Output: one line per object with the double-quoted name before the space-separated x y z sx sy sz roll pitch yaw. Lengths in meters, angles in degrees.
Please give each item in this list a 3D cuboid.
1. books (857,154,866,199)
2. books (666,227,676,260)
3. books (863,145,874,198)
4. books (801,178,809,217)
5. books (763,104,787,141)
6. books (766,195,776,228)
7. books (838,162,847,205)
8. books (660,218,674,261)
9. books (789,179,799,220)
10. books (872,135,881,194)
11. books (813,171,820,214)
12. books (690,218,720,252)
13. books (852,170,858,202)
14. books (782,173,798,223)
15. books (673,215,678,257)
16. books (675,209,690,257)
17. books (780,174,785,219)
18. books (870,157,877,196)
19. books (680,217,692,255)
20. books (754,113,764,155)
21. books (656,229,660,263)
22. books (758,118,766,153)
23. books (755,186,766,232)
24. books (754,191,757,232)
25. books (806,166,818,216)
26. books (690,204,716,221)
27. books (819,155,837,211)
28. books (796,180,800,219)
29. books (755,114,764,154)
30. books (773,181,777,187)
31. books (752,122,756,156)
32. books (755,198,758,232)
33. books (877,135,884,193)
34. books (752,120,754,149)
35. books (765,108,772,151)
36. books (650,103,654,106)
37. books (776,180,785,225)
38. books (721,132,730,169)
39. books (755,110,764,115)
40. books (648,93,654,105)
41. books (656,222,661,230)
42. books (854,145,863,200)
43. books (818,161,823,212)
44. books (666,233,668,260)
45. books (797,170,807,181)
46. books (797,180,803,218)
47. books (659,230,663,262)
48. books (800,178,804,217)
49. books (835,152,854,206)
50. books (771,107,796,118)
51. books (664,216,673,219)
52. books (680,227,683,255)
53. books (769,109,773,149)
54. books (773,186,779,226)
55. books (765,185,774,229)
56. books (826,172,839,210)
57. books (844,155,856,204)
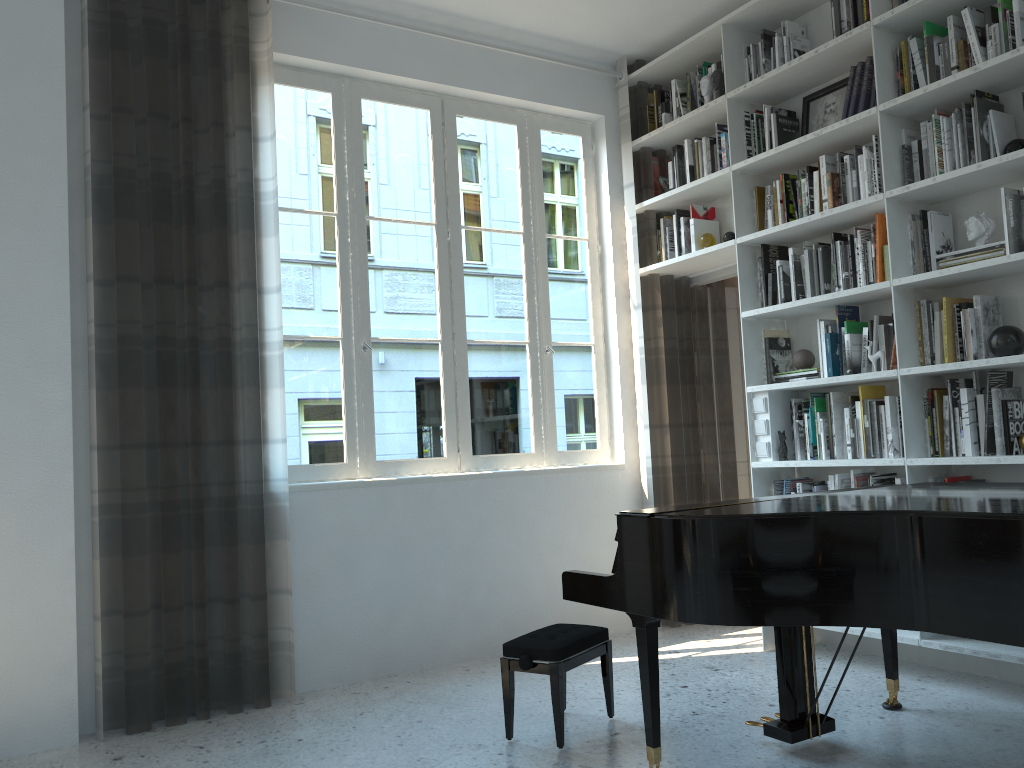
"books" 1.609 -0.893 3.938 0.172 0.230 0.030 -1 -4 -31
"books" 0.952 -0.772 5.023 0.181 0.220 0.010 -1 -4 -31
"books" 1.622 -0.911 3.916 0.174 0.263 0.022 -1 -4 -31
"books" 1.449 -0.857 4.208 0.173 0.217 0.031 -1 -4 -31
"books" 1.325 -1.236 4.404 0.190 0.281 0.005 -1 -4 -31
"books" 1.333 -0.827 4.381 0.175 0.195 0.026 -1 -4 -31
"books" 1.555 -0.883 4.035 0.171 0.232 0.013 -1 -4 -31
"books" 0.927 -0.799 5.063 0.170 0.281 0.023 -1 -4 -31
"books" 1.412 -0.866 4.291 0.134 0.249 0.047 -1 -4 -31
"books" 1.644 -0.930 3.867 0.182 0.290 0.012 -1 -4 -31
"books" 1.484 -0.873 4.169 0.162 0.238 0.047 -1 -4 -31
"books" 1.055 -0.787 4.833 0.187 0.211 0.029 -1 -4 -31
"books" 1.591 -0.864 4.002 0.136 0.186 0.022 -1 -4 -31
"books" 1.381 -0.877 4.307 0.164 0.277 0.011 -1 -4 -31
"books" 0.981 -0.807 4.991 0.156 0.281 0.022 -1 -4 -31
"books" 0.989 -0.819 4.936 0.187 0.297 0.013 -1 -4 -31
"books" 1.382 -0.877 4.326 0.164 0.280 0.020 -1 -4 -31
"books" 1.643 -0.884 3.906 0.172 0.206 0.013 -1 -4 -31
"books" 1.013 -0.794 4.888 0.188 0.236 0.021 -1 -4 -31
"books" 1.291 -1.220 4.455 0.184 0.260 0.009 -1 -4 -31
"books" 0.904 -0.768 5.099 0.179 0.228 0.013 -1 -4 -31
"books" 1.306 -1.203 4.417 0.186 0.218 0.018 -1 -4 -31
"books" 1.295 -0.854 4.457 0.180 0.263 0.012 -1 -4 -31
"books" 1.293 -0.846 4.494 0.161 0.254 0.012 -1 -4 -31
"books" 1.464 -0.887 4.193 0.180 0.272 0.014 -1 -4 -31
"books" 1.054 -0.829 4.861 0.179 0.298 0.013 -1 -4 -31
"books" 1.504 -0.903 4.095 0.185 0.285 0.030 -1 -4 -31
"books" 1.432 -0.859 4.267 0.149 0.230 0.012 -1 -4 -31
"books" 1.290 -1.215 4.434 0.189 0.246 0.004 -1 -4 -31
"books" 1.354 -0.863 4.376 0.151 0.262 0.010 -1 -4 -31
"books" 1.277 -1.197 4.452 0.186 0.214 0.004 -1 -4 -31
"books" 1.295 -0.837 4.475 0.151 0.232 0.022 -1 -4 -31
"books" 1.663 -0.931 3.859 0.169 0.289 0.022 -1 -4 -31
"books" 1.282 -1.203 4.463 0.184 0.228 0.009 -1 -4 -31
"books" 1.324 -1.226 4.386 0.183 0.258 0.023 -1 -4 -31
"books" 0.874 -1.504 5.169 0.151 0.241 0.011 -1 -4 -31
"books" 1.371 -0.861 4.337 0.187 0.252 0.014 -1 -4 -31
"books" 1.177 -1.186 4.630 0.191 0.229 0.029 -1 -4 -31
"books" 1.290 -1.233 4.480 0.144 0.288 0.006 -1 -4 -31
"books" 0.855 -1.536 5.174 0.180 0.307 0.012 -1 -4 -31
"books" 0.888 -0.789 5.105 0.188 0.272 0.011 -1 -4 -31
"books" 1.601 -0.916 3.960 0.188 0.280 0.012 -1 -4 -31
"books" 1.495 -0.893 4.120 0.187 0.271 0.023 -1 -4 -31
"books" 0.949 -0.759 5.043 0.160 0.197 0.029 -1 -4 -31
"books" 1.433 -0.883 4.256 0.150 0.277 0.012 -1 -4 -31
"books" 1.431 -0.855 4.237 0.164 0.218 0.014 -1 -4 -31
"books" 0.912 -0.766 5.088 0.162 0.222 0.013 -1 -4 -31
"books" 1.444 -0.861 4.230 0.170 0.229 0.011 -1 -4 -31
"books" 1.554 -0.908 4.059 0.161 0.286 0.025 -1 -4 -31
"books" 1.346 -1.227 4.366 0.166 0.254 0.012 -1 -4 -31
"books" 0.936 -0.808 5.091 0.135 0.302 0.013 -1 -4 -31
"books" 1.013 -0.769 4.924 0.181 0.193 0.024 -1 -4 -31
"books" 1.341 -1.223 4.376 0.168 0.249 0.011 -1 -4 -31
"books" 1.362 -0.848 4.356 0.172 0.229 0.030 -1 -4 -31
"books" 1.328 -0.855 4.433 0.153 0.258 0.062 -1 -4 -31
"books" 1.519 -0.861 4.065 0.192 0.195 0.029 -1 -4 -31
"books" 1.578 -0.899 4.026 0.157 0.260 0.029 -1 -4 -31
